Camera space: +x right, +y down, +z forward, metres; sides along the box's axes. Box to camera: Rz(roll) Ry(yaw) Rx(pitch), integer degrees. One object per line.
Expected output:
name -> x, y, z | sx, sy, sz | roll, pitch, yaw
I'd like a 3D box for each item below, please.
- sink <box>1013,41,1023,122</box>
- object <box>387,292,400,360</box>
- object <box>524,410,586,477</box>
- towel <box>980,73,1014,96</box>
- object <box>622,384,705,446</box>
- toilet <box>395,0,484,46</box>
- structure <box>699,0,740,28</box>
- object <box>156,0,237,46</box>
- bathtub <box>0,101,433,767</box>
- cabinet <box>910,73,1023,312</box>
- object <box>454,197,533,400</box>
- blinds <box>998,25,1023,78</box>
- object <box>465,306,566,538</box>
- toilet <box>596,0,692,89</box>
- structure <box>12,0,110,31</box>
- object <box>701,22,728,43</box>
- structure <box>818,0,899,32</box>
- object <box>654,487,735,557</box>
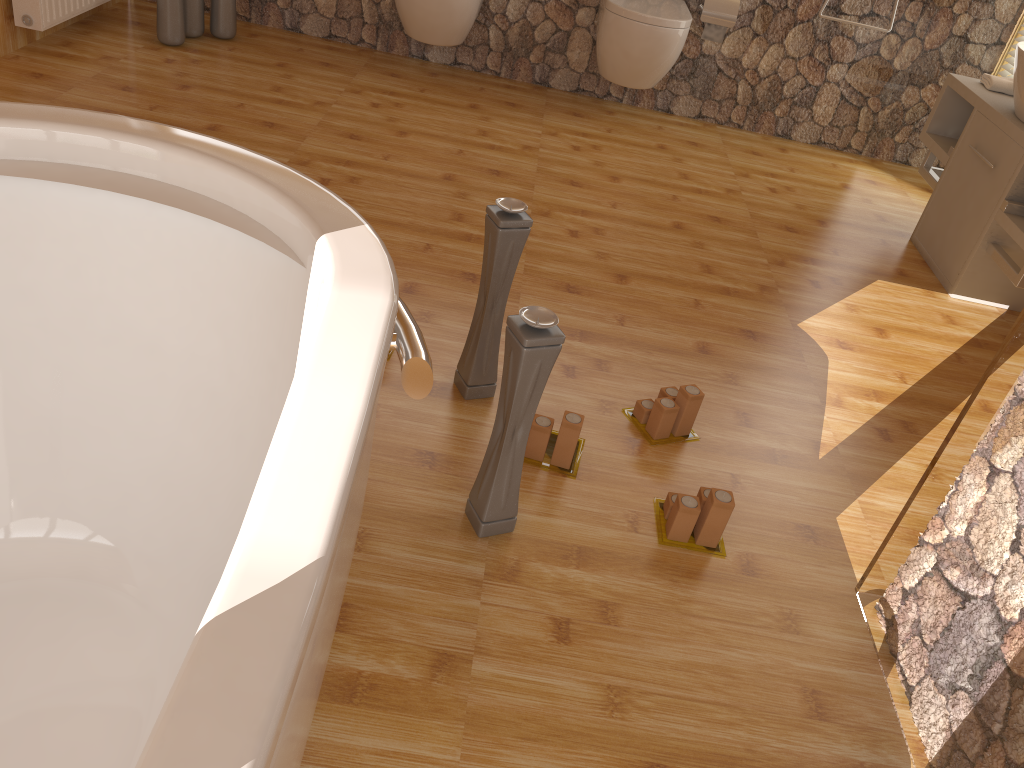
sink -> 1.929, -1.016, 2.883 | 0.533, 0.409, 0.634 | 11, 34, -3
object -> -0.342, -0.164, 2.159 | 0.141, 0.131, 0.141 | 14, 34, 1
object -> 0.097, 0.094, 1.937 | 0.141, 0.131, 0.141 | 16, 34, 4
towel -> 1.902, -1.121, 3.346 | 0.225, 0.048, 0.140 | 14, 34, 2
object -> 0.370, 0.045, 2.099 | 0.141, 0.131, 0.141 | -6, 39, -26
toilet -> -0.319, -1.647, 3.801 | 0.371, 0.337, 0.507 | 11, 34, -3
structure -> 0.910, -1.672, 3.897 | 0.170, 0.151, 0.154 | 11, 34, -3
object -> -1.364, -1.900, 3.421 | 0.277, 1.123, 0.658 | 24, 36, 16
bathtub -> -0.665, 0.298, 0.698 | 0.977, 0.900, 1.946 | 13, 34, -1
cabinet -> 1.843, -0.621, 3.161 | 0.517, 0.570, 1.136 | 11, 34, -3
object -> 0.918, -0.229, 1.083 | 0.347, 1.921, 2.276 | -22, 47, -40
blinds -> 2.331, -1.783, 3.522 | 0.042, 2.178, 0.420 | 11, 34, -3
object -> 0.000, 0.079, 1.617 | 0.080, 0.478, 0.080 | -6, 39, -26
toilet -> 0.545, -1.475, 3.845 | 0.371, 0.337, 0.507 | 11, 34, -3
structure -> -1.662, -1.746, 3.387 | 0.150, 0.600, 0.745 | 11, 34, -3
object -> 0.901, -1.599, 3.918 | 0.098, 0.151, 0.090 | 11, 34, -3
structure -> 1.534, -1.749, 3.805 | 0.332, 0.387, 0.133 | 11, 34, -3
object -> 0.381, 0.246, 1.815 | 0.141, 0.131, 0.141 | 11, 34, -3
